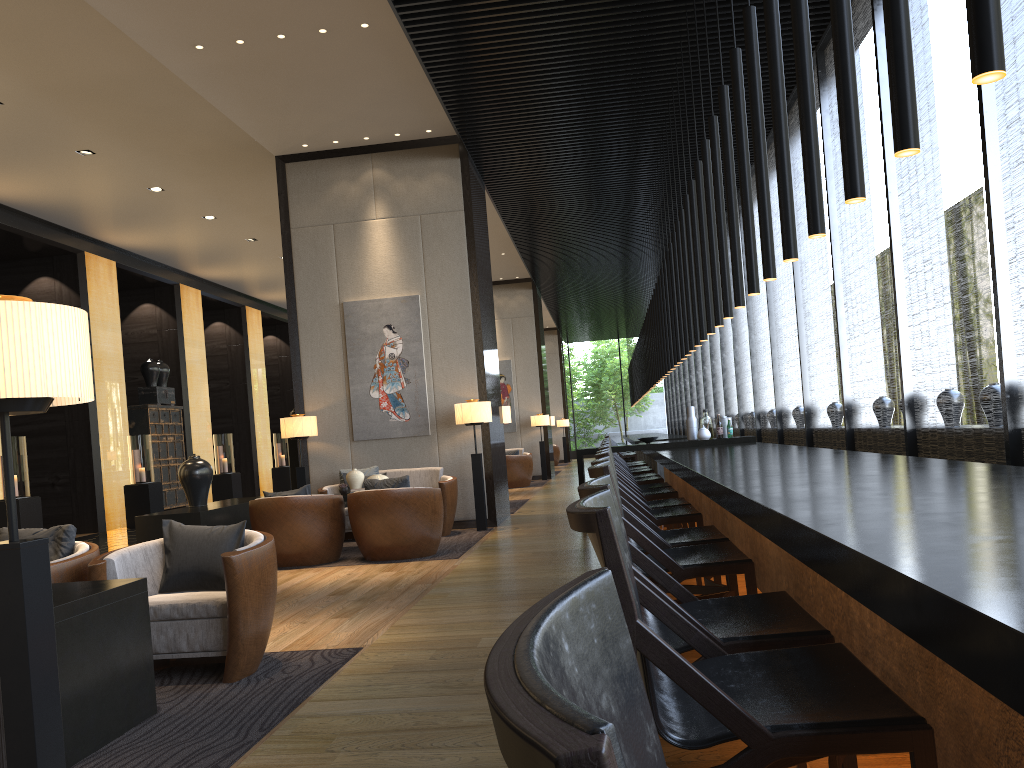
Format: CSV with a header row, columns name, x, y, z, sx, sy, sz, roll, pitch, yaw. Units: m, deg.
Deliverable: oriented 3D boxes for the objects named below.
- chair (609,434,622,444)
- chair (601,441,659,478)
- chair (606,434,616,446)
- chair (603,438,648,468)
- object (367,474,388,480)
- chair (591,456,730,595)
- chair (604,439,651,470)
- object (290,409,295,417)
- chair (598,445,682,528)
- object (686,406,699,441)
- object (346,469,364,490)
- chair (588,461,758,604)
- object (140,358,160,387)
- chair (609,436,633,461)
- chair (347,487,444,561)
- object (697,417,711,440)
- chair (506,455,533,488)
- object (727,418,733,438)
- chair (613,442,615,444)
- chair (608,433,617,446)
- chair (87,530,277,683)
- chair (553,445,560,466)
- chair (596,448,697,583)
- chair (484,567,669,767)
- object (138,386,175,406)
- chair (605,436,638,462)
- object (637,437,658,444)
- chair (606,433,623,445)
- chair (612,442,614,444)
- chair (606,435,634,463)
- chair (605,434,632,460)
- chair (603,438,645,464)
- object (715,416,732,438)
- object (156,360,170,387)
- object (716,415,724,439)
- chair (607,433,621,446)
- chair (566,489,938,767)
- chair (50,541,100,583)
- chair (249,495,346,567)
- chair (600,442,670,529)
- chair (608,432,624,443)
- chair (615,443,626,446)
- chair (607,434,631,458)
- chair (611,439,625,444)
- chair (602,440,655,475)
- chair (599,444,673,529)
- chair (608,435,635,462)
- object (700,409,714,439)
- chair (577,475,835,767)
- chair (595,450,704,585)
name,x,y,z,sx,sy,sz,roll,pitch,yaw
chair,3.148,1.866,26.785,0.563,0.827,0.526,-5,-1,6
chair,1.150,0.950,8.525,0.563,0.827,0.526,-5,-1,6
chair,2.432,1.537,20.238,0.563,0.827,0.526,-5,-1,6
chair,1.433,1.079,11.111,0.563,0.827,0.526,-5,-1,6
object,-1.268,0.938,8.360,0.245,0.168,0.245,-5,-2,9
chair,0.629,0.710,3.763,0.563,0.827,0.526,-5,-1,6
chair,1.323,1.029,10.104,0.563,0.827,0.526,-5,-1,6
object,-2.475,0.407,10.255,0.176,0.246,0.115,-5,-1,6
chair,0.915,0.842,6.375,0.563,0.827,0.526,-5,-1,6
object,1.827,0.400,8.997,0.113,0.344,0.113,-4,0,1
object,-1.472,0.915,8.326,0.171,0.236,0.171,-5,-2,41
chair,0.566,0.682,3.191,0.563,0.827,0.526,-5,-1,6
object,-6.098,-0.193,14.935,0.311,0.492,0.312,-4,-1,-28
chair,2.136,1.402,17.537,0.563,0.827,0.526,-5,-1,6
chair,-0.981,1.159,7.387,0.804,0.604,0.606,-5,-2,6
object,1.918,0.448,8.863,0.135,0.217,0.136,-4,-1,-7
chair,-0.016,1.602,16.207,0.804,0.604,0.606,-5,-2,6
object,2.163,0.436,8.800,0.056,0.197,0.056,-4,0,8
chair,2.673,1.648,22.447,0.563,0.827,0.526,-5,-1,6
chair,2.611,1.620,21.875,0.563,0.827,0.526,-5,-1,6
chair,-1.434,0.997,4.028,0.804,0.604,0.606,-5,-2,6
chair,0.966,2.052,25.180,0.804,0.604,0.606,-5,-2,6
chair,0.804,0.791,5.368,0.563,0.827,0.526,-5,-1,6
chair,0.278,0.549,0.554,0.563,0.827,0.526,-5,-1,6
object,-6.040,0.219,15.092,0.365,0.315,0.606,-5,-3,6
chair,1.894,1.291,15.328,0.563,0.827,0.526,-5,-1,6
object,1.387,0.579,9.028,0.227,0.067,0.227,-5,-3,9
chair,2.969,1.784,25.148,0.563,0.827,0.526,-5,-1,6
chair,2.494,1.566,20.810,0.563,0.827,0.526,-5,-1,6
chair,2.073,1.373,16.965,0.563,0.827,0.526,-5,-1,6
chair,2.253,1.455,18.602,0.563,0.827,0.526,-5,-1,6
chair,1.495,1.108,11.683,0.563,0.827,0.526,-5,-1,6
object,2.144,0.435,8.954,0.169,0.219,0.169,-4,-1,1
object,-6.062,-0.176,15.266,0.311,0.492,0.312,-4,-1,-13
object,2.072,0.426,8.850,0.067,0.237,0.067,-4,0,0
chair,2.790,1.702,23.512,0.563,0.827,0.526,-5,-1,6
chair,0.391,0.601,1.587,0.563,0.827,0.526,-5,-1,6
chair,-2.282,1.069,4.121,0.804,0.604,0.606,-5,-2,6
chair,-1.829,1.231,7.480,0.804,0.604,0.606,-5,-2,6
chair,1.087,0.921,7.954,0.563,0.827,0.526,-5,-1,6
chair,3.211,1.895,27.356,0.563,0.827,0.526,-5,-1,6
chair,2.852,1.730,24.083,0.563,0.827,0.526,-5,-1,6
chair,2.315,1.484,19.173,0.563,0.827,0.526,-5,-1,6
chair,3.031,1.813,25.720,0.563,0.827,0.526,-5,-1,6
chair,1.260,1.000,9.532,0.563,0.827,0.526,-5,-1,6
chair,0.977,0.870,6.946,0.563,0.827,0.526,-5,-1,6
chair,1.957,1.320,15.900,0.563,0.827,0.526,-5,-1,6
object,1.981,0.409,9.024,0.129,0.305,0.129,-4,0,-8
chair,0.453,0.630,2.158,0.563,0.827,0.526,-5,-1,6
chair,0.742,0.762,4.796,0.563,0.827,0.526,-5,-1,6
